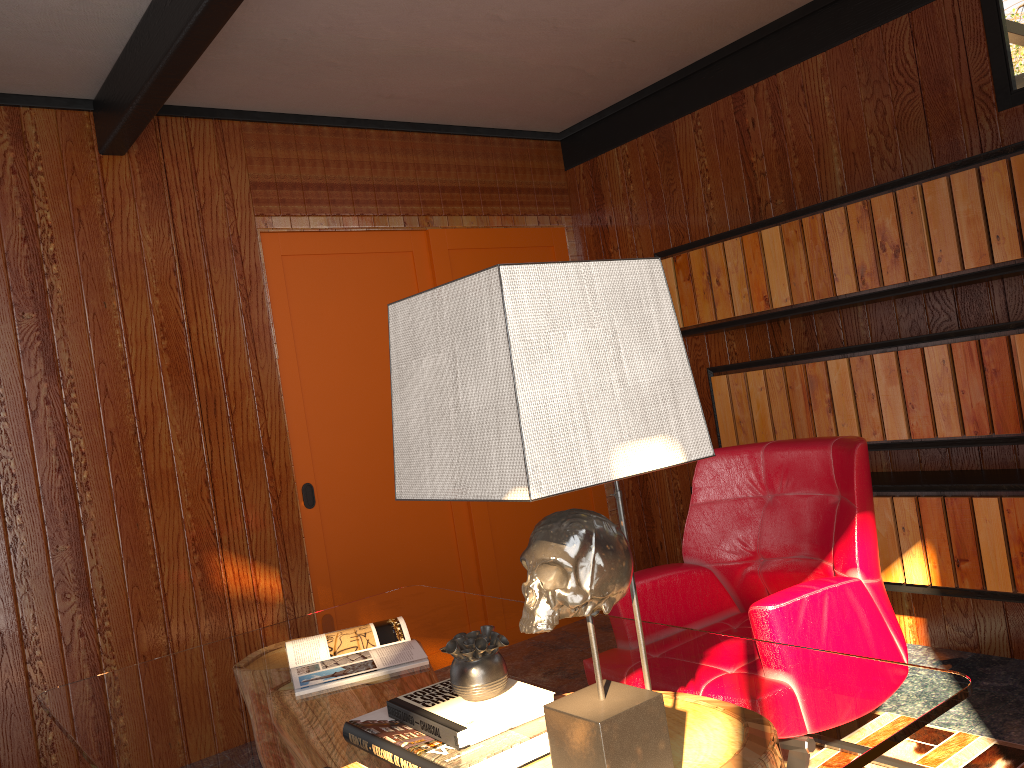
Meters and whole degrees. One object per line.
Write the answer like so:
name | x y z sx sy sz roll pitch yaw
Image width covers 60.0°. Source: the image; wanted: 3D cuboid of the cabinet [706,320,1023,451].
cabinet | 1.460 0.024 3.220 0.321 0.390 1.653 -8 -1 -37

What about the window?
window | -0.259 0.259 4.291 1.837 2.164 0.070 -8 -1 -36

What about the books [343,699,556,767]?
books | -0.085 0.599 1.542 0.286 0.040 0.366 -8 -1 -37

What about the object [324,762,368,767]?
object | -0.234 0.613 1.295 0.135 0.049 0.238 -8 -1 -37

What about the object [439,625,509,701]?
object | -0.068 0.489 1.552 0.118 0.114 0.121 -8 -1 -43

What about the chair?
chair | 0.690 0.670 2.420 0.839 0.956 0.621 -8 -1 -37

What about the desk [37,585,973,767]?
desk | -0.183 0.957 1.887 1.150 0.632 1.900 -8 -1 -37

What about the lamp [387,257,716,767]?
lamp | 0.068 0.220 1.215 0.316 0.732 0.316 -8 -1 -37

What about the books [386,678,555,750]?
books | -0.074 0.561 1.550 0.198 0.029 0.249 -8 -1 -35

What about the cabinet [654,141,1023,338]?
cabinet | 1.261 -0.490 3.386 0.321 0.390 1.653 -8 -1 -37

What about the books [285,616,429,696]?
books | -0.397 0.650 2.184 0.300 0.049 0.422 -9 -1 -17

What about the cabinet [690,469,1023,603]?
cabinet | 1.422 0.552 3.373 0.321 0.390 1.653 -8 -1 -37

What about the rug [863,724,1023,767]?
rug | 0.372 1.186 2.027 2.410 0.042 2.439 -8 -1 -37
